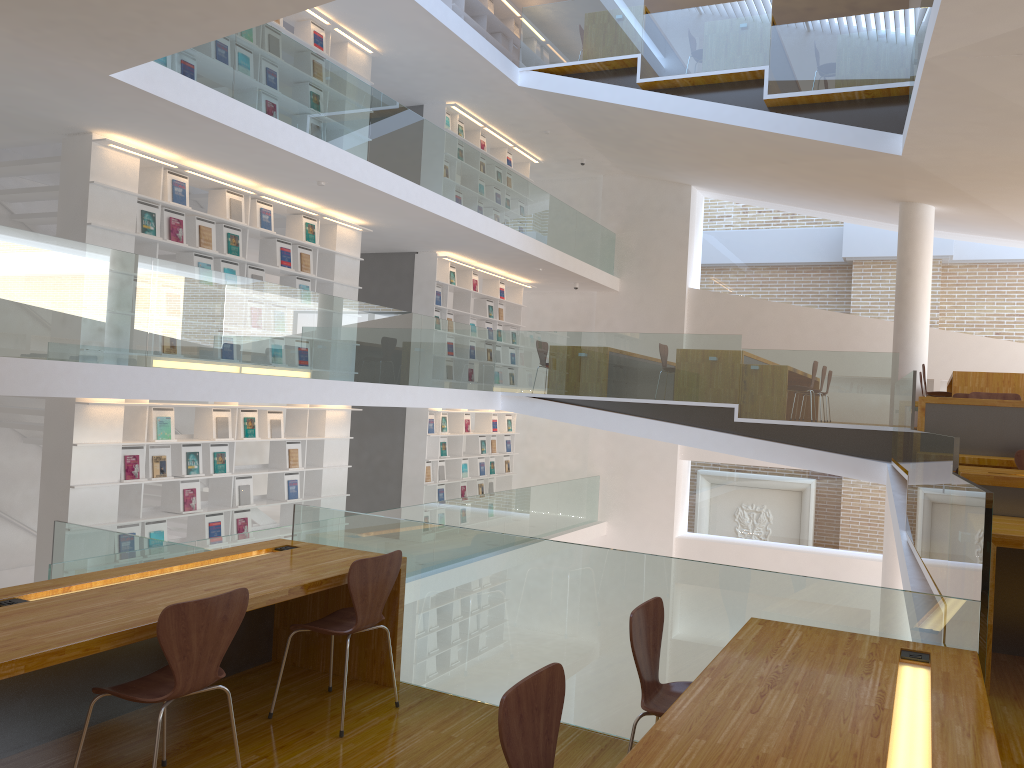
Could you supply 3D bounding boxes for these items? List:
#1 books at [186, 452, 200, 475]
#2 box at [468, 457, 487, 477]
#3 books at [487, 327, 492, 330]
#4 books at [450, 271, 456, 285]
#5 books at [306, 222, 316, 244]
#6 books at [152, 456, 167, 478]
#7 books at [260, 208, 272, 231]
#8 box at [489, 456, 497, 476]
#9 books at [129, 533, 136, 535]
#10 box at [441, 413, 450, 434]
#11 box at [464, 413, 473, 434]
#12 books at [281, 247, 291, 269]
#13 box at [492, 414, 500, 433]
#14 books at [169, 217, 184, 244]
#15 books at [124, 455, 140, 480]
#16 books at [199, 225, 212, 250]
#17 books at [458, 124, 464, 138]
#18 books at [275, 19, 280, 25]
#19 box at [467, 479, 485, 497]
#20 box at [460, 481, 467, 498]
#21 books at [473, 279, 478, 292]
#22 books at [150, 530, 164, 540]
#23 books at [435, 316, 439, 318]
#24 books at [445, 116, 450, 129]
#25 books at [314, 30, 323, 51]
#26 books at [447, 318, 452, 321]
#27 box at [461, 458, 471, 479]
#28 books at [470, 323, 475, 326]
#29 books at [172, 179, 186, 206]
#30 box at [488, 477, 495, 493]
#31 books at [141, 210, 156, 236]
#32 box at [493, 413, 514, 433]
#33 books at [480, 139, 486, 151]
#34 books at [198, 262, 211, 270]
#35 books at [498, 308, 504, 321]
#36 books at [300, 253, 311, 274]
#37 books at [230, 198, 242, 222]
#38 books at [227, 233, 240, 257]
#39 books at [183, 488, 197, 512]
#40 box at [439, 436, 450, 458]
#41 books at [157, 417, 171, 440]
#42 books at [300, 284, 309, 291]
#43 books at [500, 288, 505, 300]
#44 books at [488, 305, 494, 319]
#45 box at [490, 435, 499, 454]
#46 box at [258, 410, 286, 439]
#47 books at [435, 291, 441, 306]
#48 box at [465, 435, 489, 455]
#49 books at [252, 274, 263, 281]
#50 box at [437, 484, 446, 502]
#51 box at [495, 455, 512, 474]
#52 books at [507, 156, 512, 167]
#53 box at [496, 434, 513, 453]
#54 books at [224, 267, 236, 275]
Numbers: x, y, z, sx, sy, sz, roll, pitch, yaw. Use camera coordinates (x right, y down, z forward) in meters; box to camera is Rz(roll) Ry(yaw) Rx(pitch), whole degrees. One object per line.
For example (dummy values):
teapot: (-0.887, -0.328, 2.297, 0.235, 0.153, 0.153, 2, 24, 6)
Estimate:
books: (-2.900, 0.723, 8.060, 0.037, 0.210, 0.145, 3, -1, 25)
box: (-0.544, 1.250, 13.502, 0.274, 0.296, 0.245, 3, -1, 25)
books: (-0.336, -0.753, 13.495, 0.037, 0.210, 0.145, 3, -1, 25)
books: (-0.830, -1.468, 12.381, 0.037, 0.210, 0.145, 3, -1, 25)
books: (-2.142, -1.601, 9.428, 0.037, 0.210, 0.145, 3, -1, 25)
books: (-3.068, 0.730, 7.722, 0.037, 0.210, 0.145, 3, -1, 25)
books: (-2.439, -1.630, 8.794, 0.037, 0.210, 0.145, 3, -1, 25)
box: (-0.394, 1.264, 13.821, 0.274, 0.296, 0.245, 3, -1, 25)
books: (-3.218, 1.361, 7.439, 0.037, 0.210, 0.145, 3, -1, 25)
box: (-1.033, 0.546, 12.393, 0.274, 0.296, 0.245, 3, -1, 25)
box: (-0.743, 0.571, 13.006, 0.274, 0.296, 0.245, 3, -1, 25)
books: (-2.318, -1.289, 9.091, 0.037, 0.210, 0.145, 3, -1, 25)
box: (-0.354, 0.609, 13.841, 0.274, 0.296, 0.245, 3, -1, 25)
books: (-2.939, -1.345, 7.767, 0.037, 0.210, 0.145, 3, -1, 25)
books: (-3.189, 0.704, 7.442, 0.037, 0.210, 0.145, 3, -1, 25)
books: (-2.792, -1.330, 8.081, 0.037, 0.210, 0.145, 3, -1, 25)
books: (-0.717, -3.514, 12.416, 0.037, 0.210, 0.145, 3, -1, 25)
books: (-2.353, -3.667, 8.779, 0.037, 0.210, 0.145, 3, -1, 25)
box: (-0.556, 1.579, 13.508, 0.274, 0.296, 0.245, 3, -1, 25)
box: (-0.796, 1.556, 12.997, 0.274, 0.296, 0.245, 3, -1, 25)
books: (-0.539, -1.425, 13.003, 0.037, 0.210, 0.145, 3, -1, 25)
books: (-3.088, 1.386, 7.717, 0.037, 0.210, 0.145, 3, -1, 25)
books: (-1.025, -0.817, 12.025, 0.037, 0.210, 0.145, 3, -1, 25)
books: (-0.887, -3.534, 12.053, 0.037, 0.210, 0.145, 3, -1, 25)
books: (-2.054, -3.624, 9.418, 0.037, 0.210, 0.145, 3, -1, 25)
books: (-0.871, -0.812, 12.359, 0.037, 0.210, 0.145, 3, -1, 25)
box: (-0.772, 1.229, 13.016, 0.274, 0.296, 0.245, 3, -1, 25)
books: (-0.575, -0.781, 12.991, 0.037, 0.210, 0.145, 3, -1, 25)
books: (-2.917, -1.674, 7.774, 0.037, 0.210, 0.145, 3, -1, 25)
box: (-0.404, 1.593, 13.833, 0.274, 0.296, 0.245, 3, -1, 25)
books: (-3.070, -1.352, 7.492, 0.037, 0.210, 0.145, 3, -1, 25)
box: (-0.131, 0.629, 14.316, 0.274, 0.296, 0.245, 3, -1, 25)
books: (-0.426, -3.471, 13.038, 0.037, 0.210, 0.145, 3, -1, 25)
books: (-2.801, -0.997, 8.089, 0.037, 0.210, 0.145, 3, -1, 25)
books: (-0.171, -1.075, 13.819, 0.037, 0.210, 0.145, 3, -1, 25)
books: (-2.184, -1.273, 9.377, 0.037, 0.210, 0.145, 3, -1, 25)
books: (-2.617, -1.645, 8.414, 0.037, 0.210, 0.145, 3, -1, 25)
books: (-2.638, -1.316, 8.402, 0.037, 0.210, 0.145, 3, -1, 25)
books: (-2.921, 1.056, 8.044, 0.037, 0.210, 0.145, 3, -1, 25)
box: (-1.040, 0.870, 12.410, 0.274, 0.296, 0.245, 3, -1, 25)
books: (-3.034, 0.391, 7.732, 0.037, 0.210, 0.145, 3, -1, 25)
books: (-2.193, -0.941, 9.384, 0.037, 0.210, 0.145, 3, -1, 25)
books: (-0.154, -1.389, 13.825, 0.037, 0.210, 0.145, 3, -1, 25)
books: (-0.320, -1.089, 13.502, 0.037, 0.210, 0.145, 3, -1, 25)
box: (-0.372, 0.936, 13.835, 0.274, 0.296, 0.245, 3, -1, 25)
box: (-4.051, 2.014, 5.970, 0.498, 3.764, 7.125, 3, -1, 25)
books: (-1.004, -1.154, 12.037, 0.037, 0.210, 0.145, 3, -1, 25)
box: (-0.526, 0.923, 13.508, 0.274, 0.296, 0.245, 3, -1, 25)
books: (-2.502, -0.965, 8.726, 0.037, 0.210, 0.145, 3, -1, 25)
box: (-1.070, 1.531, 12.413, 0.274, 0.296, 0.245, 3, -1, 25)
box: (-0.162, 1.285, 14.317, 0.274, 0.296, 0.245, 3, -1, 25)
books: (-0.041, -3.436, 13.860, 0.037, 0.210, 0.145, 3, -1, 25)
box: (-0.149, 0.956, 14.311, 0.274, 0.296, 0.245, 3, -1, 25)
books: (-2.666, -0.987, 8.384, 0.037, 0.210, 0.145, 3, -1, 25)
